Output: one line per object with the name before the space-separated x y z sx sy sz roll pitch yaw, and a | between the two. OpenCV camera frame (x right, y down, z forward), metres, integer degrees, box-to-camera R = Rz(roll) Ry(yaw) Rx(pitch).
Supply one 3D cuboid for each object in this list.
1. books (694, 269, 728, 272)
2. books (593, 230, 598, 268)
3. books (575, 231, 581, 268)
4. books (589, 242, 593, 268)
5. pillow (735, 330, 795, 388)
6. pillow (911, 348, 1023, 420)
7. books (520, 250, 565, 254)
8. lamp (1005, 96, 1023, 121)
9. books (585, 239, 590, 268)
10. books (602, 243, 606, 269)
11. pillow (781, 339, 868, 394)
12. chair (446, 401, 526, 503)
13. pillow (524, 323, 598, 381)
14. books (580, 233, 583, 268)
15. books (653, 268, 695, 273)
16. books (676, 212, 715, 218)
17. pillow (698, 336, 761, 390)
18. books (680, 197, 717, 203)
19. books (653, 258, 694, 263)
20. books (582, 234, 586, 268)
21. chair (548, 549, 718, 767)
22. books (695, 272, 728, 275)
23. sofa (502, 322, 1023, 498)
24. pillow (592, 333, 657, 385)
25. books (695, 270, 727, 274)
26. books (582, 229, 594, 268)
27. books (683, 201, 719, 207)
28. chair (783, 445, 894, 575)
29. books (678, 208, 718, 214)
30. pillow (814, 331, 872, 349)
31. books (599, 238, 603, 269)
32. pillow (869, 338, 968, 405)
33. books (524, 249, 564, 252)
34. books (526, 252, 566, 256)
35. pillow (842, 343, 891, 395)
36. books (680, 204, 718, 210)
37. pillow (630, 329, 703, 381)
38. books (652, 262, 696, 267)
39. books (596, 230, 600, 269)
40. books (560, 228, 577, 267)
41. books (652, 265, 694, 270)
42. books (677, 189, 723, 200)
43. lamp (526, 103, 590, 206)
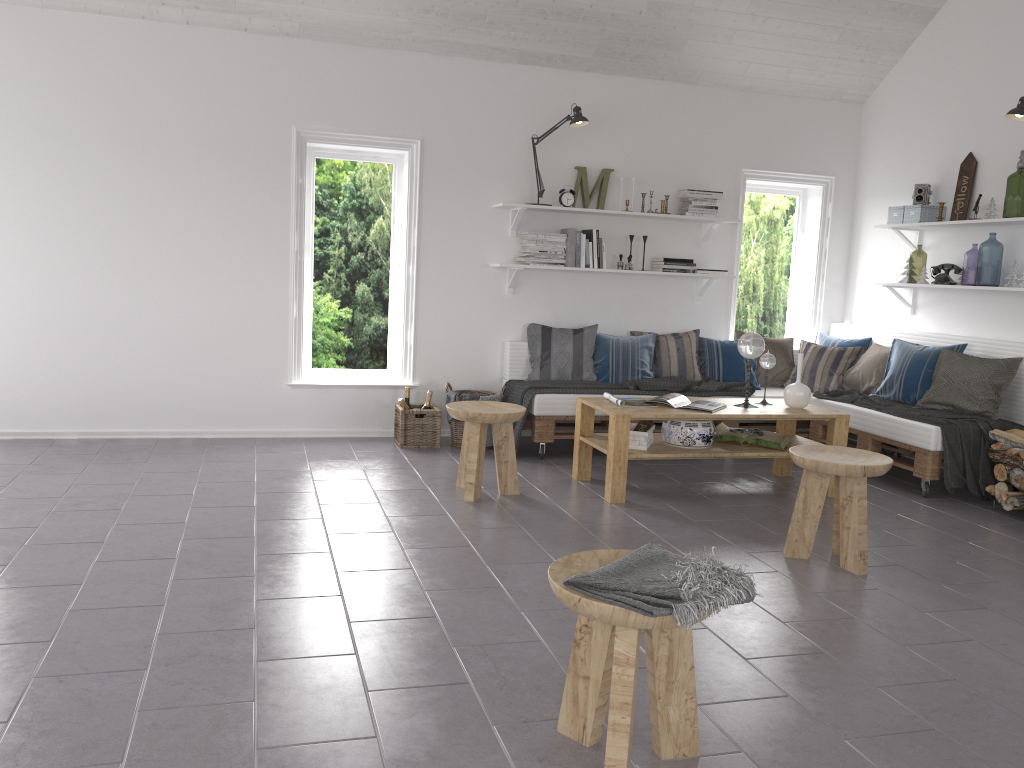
books | 1.459 -0.855 6.664 0.251 0.012 0.202 1 8 -15
books | 0.563 -0.970 6.385 0.054 0.272 0.200 1 8 -16
books | 0.443 -0.963 6.345 0.046 0.257 0.193 1 8 -16
books | 0.542 -0.922 6.348 0.042 0.185 0.125 1 8 -16
pillow | 1.971 -0.179 6.780 0.545 0.438 0.334 1 7 -11
pillow | 2.807 0.003 5.464 0.334 0.395 0.519 -3 9 -38
books | 0.214 -0.940 6.319 0.285 0.012 0.159 1 8 -16
lamp | 3.055 -1.313 5.099 0.439 0.703 0.196 3 7 4
books | 0.518 -0.931 6.343 0.044 0.203 0.141 1 8 -16
books | 0.637 -0.924 6.400 0.045 0.185 0.152 1 8 -16
pillow | 2.300 -0.109 6.563 0.516 0.392 0.358 9 10 42
chair | -0.150 0.359 4.788 0.431 0.479 0.431 0 8 -19
pillow | 0.351 -0.211 6.314 0.534 0.444 0.301 3 7 0
books | 0.465 -0.957 6.358 0.019 0.243 0.205 1 8 -16
books | 1.199 -0.840 6.588 0.258 0.032 0.191 1 8 -14
books | 1.360 -1.249 6.585 0.239 0.032 0.172 1 8 -16
pillow | 1.592 -0.144 6.602 0.523 0.408 0.341 3 7 0
books | 1.378 -1.359 6.565 0.223 0.027 0.161 1 8 -16
books | 1.194 -0.915 6.574 0.239 0.028 0.190 1 8 -14
books | 0.481 -0.953 6.364 0.031 0.236 0.200 1 8 -16
chair | 0.292 0.710 2.210 0.431 0.479 0.431 3 7 0
books | 1.462 -0.828 6.661 0.253 0.014 0.187 1 8 -16
sofa | 1.573 0.082 5.892 2.855 0.932 2.017 1 8 -16
pillow | 0.795 -0.169 6.400 0.525 0.401 0.331 3 7 3
books | 1.458 -0.842 6.659 0.248 0.014 0.187 0 8 -18
books | 0.546 -0.971 6.377 0.038 0.274 0.200 1 8 -16
books | 1.400 -1.333 6.580 0.223 0.026 0.161 1 8 -16
chair | 1.429 0.547 3.921 0.431 0.479 0.431 0 8 -20
books | 1.378 -1.279 6.575 0.239 0.032 0.172 1 8 -16
pillow | 2.494 -0.167 6.783 0.287 0.437 0.534 -4 10 -43
books | 0.611 -0.941 6.392 0.047 0.219 0.171 1 8 -16
pillow | 2.676 -0.078 5.863 0.311 0.428 0.526 -3 9 -37
books | 0.227 -0.951 6.315 0.254 0.012 0.161 1 8 -16
books | 0.237 -0.926 6.319 0.256 0.013 0.161 1 8 -16
pillow | 2.572 -0.080 6.262 0.366 0.381 0.521 0 8 -20
books | 1.384 -1.307 6.575 0.238 0.024 0.152 1 8 -16
pillow | 1.153 -0.190 6.533 0.546 0.438 0.316 2 7 -4
books | 1.201 -0.890 6.583 0.258 0.023 0.212 1 8 -16
books | 0.584 -0.971 6.394 0.048 0.274 0.210 1 8 -16
books | 0.397 -0.971 6.333 0.050 0.271 0.200 1 8 -16
books | 1.194 -0.867 6.575 0.242 0.023 0.191 0 8 -18
books | 1.389 -1.399 6.567 0.290 0.053 0.176 1 8 -16
lamp | 0.315 -1.581 6.153 0.439 0.703 0.196 5 8 19
